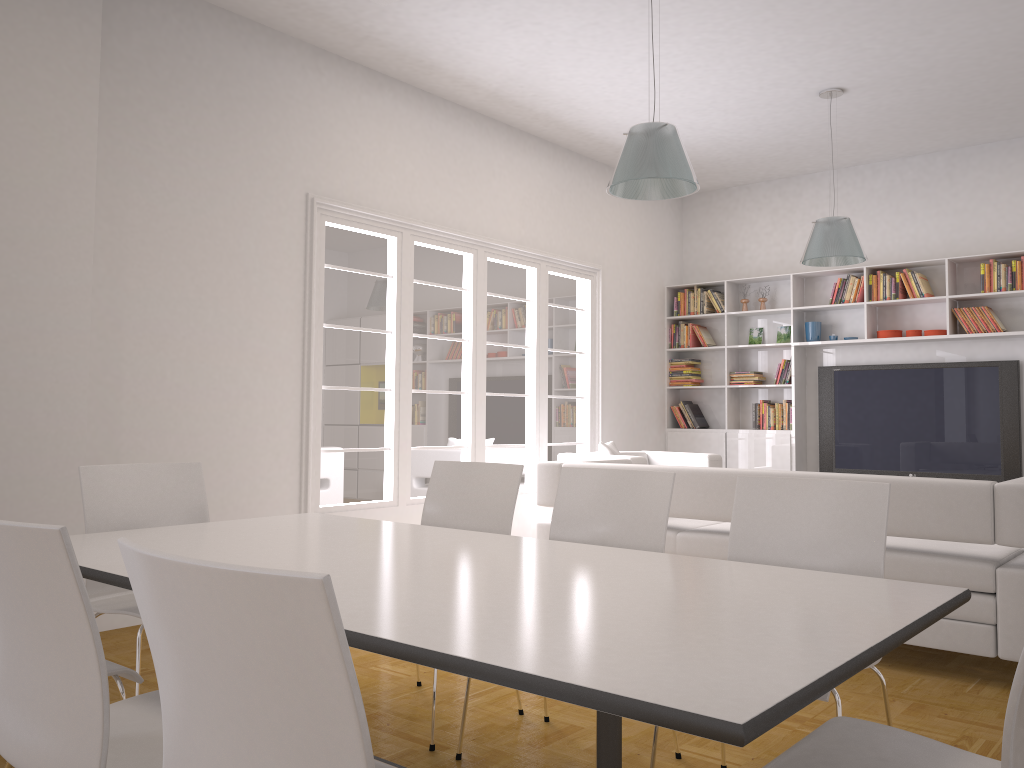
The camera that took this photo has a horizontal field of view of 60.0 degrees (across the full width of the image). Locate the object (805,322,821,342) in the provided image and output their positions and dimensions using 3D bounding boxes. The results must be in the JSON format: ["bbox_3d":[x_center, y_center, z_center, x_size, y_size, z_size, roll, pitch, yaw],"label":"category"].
[{"bbox_3d":[2.811,-0.478,8.272,0.147,0.193,0.147,-1,-3,29],"label":"object"}]

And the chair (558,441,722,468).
[{"bbox_3d":[1.020,0.909,6.995,1.095,0.912,0.801,3,-4,-41],"label":"chair"}]

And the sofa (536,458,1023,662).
[{"bbox_3d":[1.408,0.868,4.729,2.622,0.850,0.822,-1,-3,39],"label":"sofa"}]

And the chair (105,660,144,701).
[{"bbox_3d":[-1.295,0.719,2.174,0.561,0.932,0.575,-2,-4,39],"label":"chair"}]

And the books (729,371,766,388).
[{"bbox_3d":[2.308,-0.040,8.681,0.283,0.153,0.207,-2,-3,39],"label":"books"}]

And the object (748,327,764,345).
[{"bbox_3d":[2.407,-0.463,8.758,0.144,0.190,0.051,-2,-4,39],"label":"object"}]

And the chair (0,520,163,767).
[{"bbox_3d":[-0.753,0.706,1.729,0.561,0.932,0.575,-2,-4,39],"label":"chair"}]

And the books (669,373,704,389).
[{"bbox_3d":[1.791,-0.027,9.106,0.283,0.153,0.207,-2,-3,39],"label":"books"}]

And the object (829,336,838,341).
[{"bbox_3d":[2.956,-0.414,8.148,0.078,0.056,0.078,2,-3,-25],"label":"object"}]

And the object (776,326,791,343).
[{"bbox_3d":[2.631,-0.468,8.575,0.144,0.190,0.051,-2,-4,39],"label":"object"}]

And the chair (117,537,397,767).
[{"bbox_3d":[-0.243,0.694,1.310,0.561,0.932,0.575,-2,-4,39],"label":"chair"}]

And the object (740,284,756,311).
[{"bbox_3d":[2.327,-0.836,8.740,0.120,0.279,0.179,-3,-4,45],"label":"object"}]

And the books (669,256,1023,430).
[{"bbox_3d":[3.164,-0.299,7.975,3.861,1.457,0.235,-2,-4,39],"label":"books"}]

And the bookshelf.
[{"bbox_3d":[3.756,0.188,7.501,5.363,2.483,0.389,-2,-4,39],"label":"bookshelf"}]

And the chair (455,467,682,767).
[{"bbox_3d":[0.214,0.762,2.947,0.561,0.932,0.575,-2,-4,39],"label":"chair"}]

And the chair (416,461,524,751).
[{"bbox_3d":[-0.296,0.774,3.366,0.561,0.932,0.575,-2,-4,39],"label":"chair"}]

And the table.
[{"bbox_3d":[-0.258,0.834,2.321,2.410,0.723,1.210,-1,-3,39],"label":"table"}]

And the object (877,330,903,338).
[{"bbox_3d":[3.342,-0.432,7.848,0.210,0.073,0.211,0,-2,14],"label":"object"}]

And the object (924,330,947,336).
[{"bbox_3d":[3.627,-0.430,7.589,0.182,0.054,0.182,-1,-3,36],"label":"object"}]

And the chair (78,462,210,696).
[{"bbox_3d":[-1.190,0.757,3.115,0.575,0.932,0.560,-2,-4,39],"label":"chair"}]

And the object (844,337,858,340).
[{"bbox_3d":[3.077,-0.405,8.048,0.124,0.032,0.123,-1,-3,25],"label":"object"}]

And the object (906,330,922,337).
[{"bbox_3d":[3.499,-0.429,7.718,0.128,0.073,0.129,-1,-3,36],"label":"object"}]

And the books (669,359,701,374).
[{"bbox_3d":[1.779,-0.176,9.125,0.252,0.153,0.207,-2,-3,39],"label":"books"}]

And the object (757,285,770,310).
[{"bbox_3d":[2.430,-0.828,8.676,0.119,0.260,0.179,2,-4,-30],"label":"object"}]

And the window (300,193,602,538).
[{"bbox_3d":[-0.297,0.108,6.891,0.195,2.531,3.348,-2,-4,39],"label":"window"}]

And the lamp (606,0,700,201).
[{"bbox_3d":[0.708,-1.596,4.471,0.464,1.251,0.464,-2,-4,39],"label":"lamp"}]

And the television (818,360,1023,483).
[{"bbox_3d":[3.521,0.365,7.767,1.659,1.089,0.082,-2,-4,39],"label":"television"}]

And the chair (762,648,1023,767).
[{"bbox_3d":[0.731,0.703,1.539,0.575,0.932,0.560,-2,-4,39],"label":"chair"}]

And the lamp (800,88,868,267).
[{"bbox_3d":[2.323,-1.506,6.431,0.464,1.251,0.464,-2,-4,39],"label":"lamp"}]

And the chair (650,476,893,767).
[{"bbox_3d":[0.756,0.748,2.502,0.561,0.932,0.575,-2,-4,39],"label":"chair"}]
